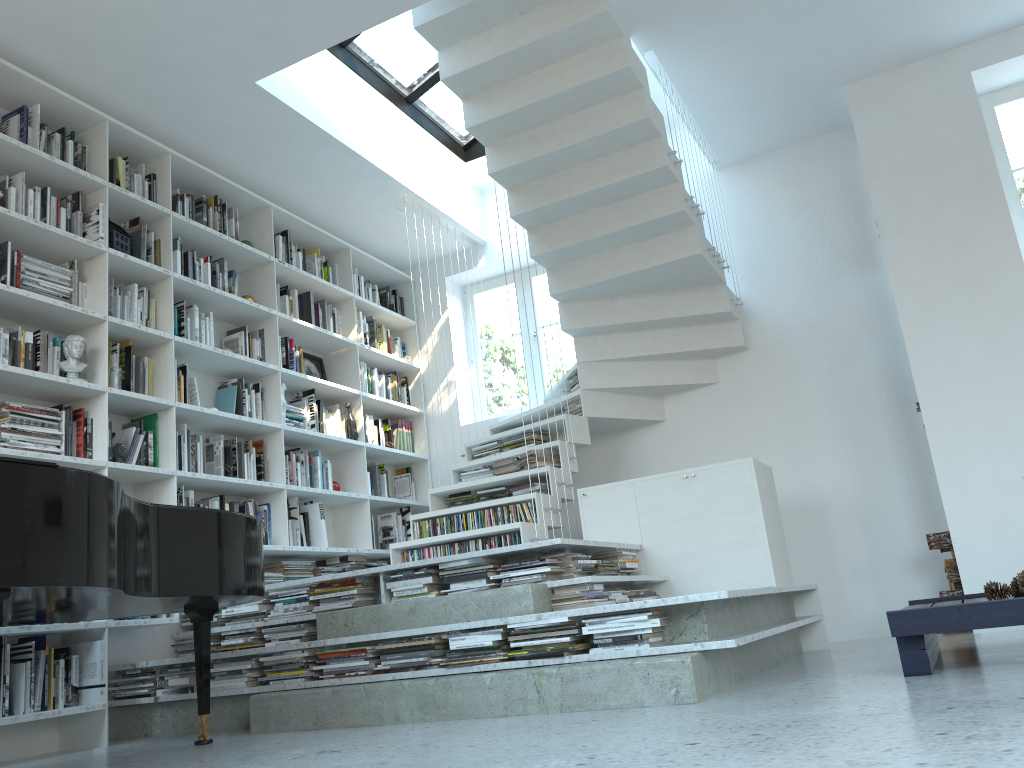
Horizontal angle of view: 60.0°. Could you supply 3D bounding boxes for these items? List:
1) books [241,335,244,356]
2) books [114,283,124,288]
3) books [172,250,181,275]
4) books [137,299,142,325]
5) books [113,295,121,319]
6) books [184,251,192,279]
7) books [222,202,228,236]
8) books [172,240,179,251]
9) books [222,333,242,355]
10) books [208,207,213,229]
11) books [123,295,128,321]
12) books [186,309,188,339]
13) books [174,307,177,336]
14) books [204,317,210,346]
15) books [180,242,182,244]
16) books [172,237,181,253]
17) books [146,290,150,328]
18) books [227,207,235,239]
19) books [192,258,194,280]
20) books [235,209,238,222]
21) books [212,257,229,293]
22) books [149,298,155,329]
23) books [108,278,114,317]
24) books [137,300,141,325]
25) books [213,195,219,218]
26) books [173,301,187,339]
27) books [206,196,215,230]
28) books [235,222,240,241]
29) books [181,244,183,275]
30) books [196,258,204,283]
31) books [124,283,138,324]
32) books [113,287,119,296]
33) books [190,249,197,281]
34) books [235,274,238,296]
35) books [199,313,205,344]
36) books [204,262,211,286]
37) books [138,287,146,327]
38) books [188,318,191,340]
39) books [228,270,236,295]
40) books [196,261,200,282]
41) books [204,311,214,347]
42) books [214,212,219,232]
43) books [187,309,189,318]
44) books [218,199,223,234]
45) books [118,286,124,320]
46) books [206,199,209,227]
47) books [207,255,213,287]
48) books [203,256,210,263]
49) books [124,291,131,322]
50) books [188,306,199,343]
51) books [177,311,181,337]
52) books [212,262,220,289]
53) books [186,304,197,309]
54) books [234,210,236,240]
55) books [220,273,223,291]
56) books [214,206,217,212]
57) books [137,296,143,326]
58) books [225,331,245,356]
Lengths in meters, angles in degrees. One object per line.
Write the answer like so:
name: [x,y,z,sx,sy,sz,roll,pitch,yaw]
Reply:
books: [-1.712,-0.187,5.456,0.154,0.204,0.005,-14,-16,24]
books: [-2.110,-0.385,4.689,0.146,0.274,0.019,-14,-16,24]
books: [-1.970,-0.644,5.072,0.181,0.207,0.026,-14,-16,24]
books: [-2.051,-0.338,4.762,0.158,0.210,0.029,-14,-16,24]
books: [-2.114,-0.355,4.626,0.181,0.185,0.028,-14,-16,24]
books: [-1.932,-0.639,5.171,0.160,0.241,0.027,-14,-16,24]
books: [-1.845,-0.966,5.532,0.183,0.306,0.008,-14,-16,24]
books: [-1.981,-0.673,5.105,0.173,0.282,0.011,-14,-16,24]
books: [-1.721,-0.195,5.450,0.140,0.219,0.015,-14,-16,24]
books: [-1.893,-0.952,5.419,0.160,0.230,0.018,-14,-16,24]
books: [-2.101,-0.351,4.689,0.171,0.206,0.023,-14,-16,24]
books: [-1.910,-0.293,5.041,0.164,0.237,0.022,-14,-16,24]
books: [-1.946,-0.301,4.995,0.157,0.235,0.013,-14,-16,24]
books: [-1.842,-0.259,5.186,0.183,0.231,0.021,-14,-16,24]
books: [-1.967,-0.668,5.154,0.138,0.295,0.021,-14,-16,24]
books: [-1.971,-0.683,5.116,0.152,0.306,0.014,-14,-16,24]
books: [-2.037,-0.359,4.818,0.173,0.276,0.025,-14,-16,24]
books: [-1.820,-0.951,5.580,0.188,0.296,0.013,-14,-16,24]
books: [-1.932,-0.617,5.215,0.142,0.223,0.028,-14,-16,24]
books: [-1.798,-0.946,5.624,0.163,0.305,0.006,-14,-16,24]
books: [-1.810,-0.612,5.404,0.183,0.284,0.029,-14,-16,24]
books: [-2.012,-0.337,4.820,0.177,0.229,0.028,-14,-16,24]
books: [-2.144,-0.401,4.636,0.159,0.284,0.019,-14,-16,24]
books: [-2.059,-0.336,4.741,0.185,0.196,0.027,-14,-16,24]
books: [-1.881,-0.990,5.472,0.184,0.328,0.007,-14,-16,24]
books: [-1.915,-0.319,5.027,0.177,0.279,0.014,-14,-16,24]
books: [-1.897,-0.988,5.442,0.179,0.311,0.006,-14,-16,24]
books: [-1.796,-0.902,5.602,0.188,0.208,0.014,-14,-16,24]
books: [-1.963,-0.663,5.122,0.166,0.268,0.010,-14,-16,24]
books: [-1.890,-0.616,5.264,0.149,0.236,0.023,-14,-16,24]
books: [-2.066,-0.383,4.715,0.187,0.274,0.028,-14,-16,24]
books: [-2.127,-0.374,4.658,0.159,0.242,0.024,-14,-16,24]
books: [-1.924,-0.644,5.239,0.154,0.283,0.013,-14,-16,24]
books: [-1.774,-0.559,5.482,0.182,0.216,0.048,-14,-16,24]
books: [-1.859,-0.275,5.144,0.183,0.244,0.025,-14,-16,24]
books: [-1.865,-0.602,5.274,0.181,0.208,0.021,-14,-16,24]
books: [-2.047,-0.369,4.807,0.154,0.292,0.028,-14,-16,24]
books: [-1.904,-0.266,5.059,0.171,0.193,0.025,-14,-16,24]
books: [-1.777,-0.575,5.461,0.171,0.234,0.054,-14,-16,24]
books: [-1.910,-0.608,5.246,0.144,0.215,0.025,-14,-16,24]
books: [-1.824,-0.276,5.207,0.169,0.271,0.024,-14,-16,24]
books: [-1.871,-0.935,5.432,0.188,0.200,0.018,-14,-16,24]
books: [-1.905,-0.292,5.085,0.131,0.256,0.011,-14,-16,24]
books: [-1.860,-0.977,5.471,0.183,0.298,0.015,-14,-16,24]
books: [-2.115,-0.376,4.672,0.164,0.249,0.028,-14,-16,24]
books: [-1.918,-0.976,5.423,0.159,0.284,0.007,-14,-16,24]
books: [-1.869,-0.621,5.346,0.159,0.284,0.012,-14,-16,24]
books: [-1.870,-0.620,5.311,0.156,0.264,0.012,-14,-16,24]
books: [-2.091,-0.363,4.704,0.178,0.235,0.023,-14,-16,24]
books: [-1.875,-0.296,5.095,0.182,0.262,0.030,-14,-16,24]
books: [-1.938,-0.287,5.010,0.161,0.215,0.026,-14,-16,24]
books: [-1.840,-0.598,5.351,0.186,0.237,0.030,-14,-16,24]
books: [-1.886,-0.301,5.134,0.159,0.294,0.027,-14,-16,24]
books: [-1.809,-0.942,5.584,0.180,0.278,0.008,-14,-16,24]
books: [-1.828,-0.565,5.371,0.176,0.181,0.027,-14,-16,24]
books: [-1.881,-0.954,5.456,0.170,0.250,0.008,-14,-16,24]
books: [-2.050,-0.345,4.784,0.150,0.233,0.024,-14,-16,24]
books: [-1.708,-0.198,5.466,0.154,0.231,0.012,-14,-16,24]
